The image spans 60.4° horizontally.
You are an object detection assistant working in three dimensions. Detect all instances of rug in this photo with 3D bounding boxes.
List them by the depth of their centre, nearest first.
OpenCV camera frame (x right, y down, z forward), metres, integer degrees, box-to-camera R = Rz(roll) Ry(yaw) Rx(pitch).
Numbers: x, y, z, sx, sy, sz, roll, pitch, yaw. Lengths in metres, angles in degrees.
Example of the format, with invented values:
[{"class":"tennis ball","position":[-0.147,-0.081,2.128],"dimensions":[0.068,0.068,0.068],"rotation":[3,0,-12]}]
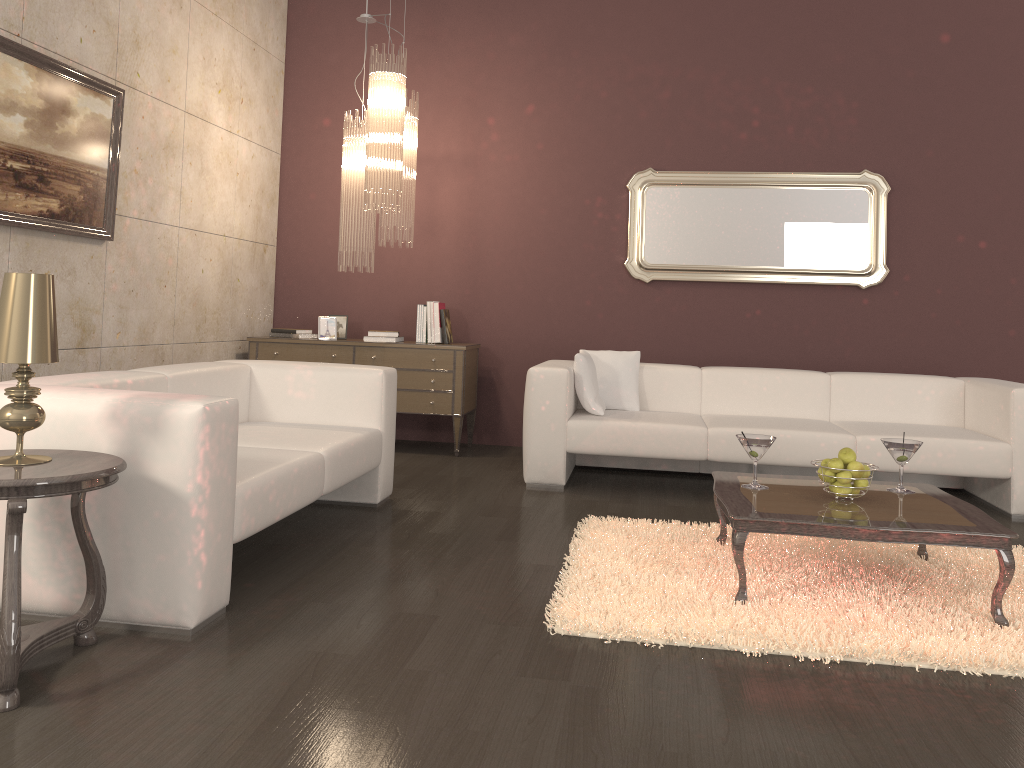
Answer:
[{"class":"rug","position":[1.170,0.713,3.164],"dimensions":[1.998,0.067,1.510],"rotation":[3,4,9]}]

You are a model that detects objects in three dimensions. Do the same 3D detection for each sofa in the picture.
[{"class":"sofa","position":[-1.186,0.278,3.539],"dimensions":[0.943,0.651,2.028],"rotation":[2,4,9]},{"class":"sofa","position":[1.491,0.251,5.095],"dimensions":[2.783,0.653,0.943],"rotation":[3,2,9]}]

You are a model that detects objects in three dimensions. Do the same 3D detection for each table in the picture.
[{"class":"table","position":[-1.262,0.462,2.245],"dimensions":[0.513,0.523,0.523],"rotation":[3,1,31]},{"class":"table","position":[1.193,0.566,3.183],"dimensions":[0.914,0.303,0.905],"rotation":[2,4,7]}]

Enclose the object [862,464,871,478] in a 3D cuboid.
[{"class":"object","position":[1.261,0.317,3.180],"dimensions":[0.062,0.055,0.061],"rotation":[2,1,2]}]

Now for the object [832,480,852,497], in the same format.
[{"class":"object","position":[1.179,0.371,3.146],"dimensions":[0.067,0.064,0.069],"rotation":[1,2,-36]}]

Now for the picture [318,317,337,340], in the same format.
[{"class":"picture","position":[-1.273,-0.385,6.076],"dimensions":[0.128,0.157,0.051],"rotation":[2,-2,-21]}]

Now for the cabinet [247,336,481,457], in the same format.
[{"class":"cabinet","position":[-1.030,0.063,6.122],"dimensions":[1.528,0.733,0.531],"rotation":[2,0,9]}]

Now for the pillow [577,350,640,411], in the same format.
[{"class":"pillow","position":[0.594,-0.026,5.386],"dimensions":[0.376,0.363,0.169],"rotation":[2,-1,7]}]

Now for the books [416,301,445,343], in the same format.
[{"class":"books","position":[-0.555,-0.430,6.127],"dimensions":[0.178,0.290,0.204],"rotation":[2,0,9]}]

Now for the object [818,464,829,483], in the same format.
[{"class":"object","position":[1.144,0.325,3.195],"dimensions":[0.066,0.066,0.066],"rotation":[2,1,-24]}]

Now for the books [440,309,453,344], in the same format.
[{"class":"books","position":[-0.455,-0.399,6.107],"dimensions":[0.068,0.238,0.172],"rotation":[2,0,9]}]

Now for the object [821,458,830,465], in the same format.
[{"class":"object","position":[1.165,0.302,3.241],"dimensions":[0.053,0.055,0.054],"rotation":[1,1,-29]}]

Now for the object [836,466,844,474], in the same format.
[{"class":"object","position":[1.171,0.301,3.168],"dimensions":[0.045,0.044,0.045],"rotation":[2,1,-20]}]

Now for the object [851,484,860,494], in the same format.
[{"class":"object","position":[1.230,0.383,3.172],"dimensions":[0.044,0.043,0.043],"rotation":[2,1,12]}]

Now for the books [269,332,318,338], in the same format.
[{"class":"books","position":[-1.546,-0.345,6.234],"dimensions":[0.275,0.032,0.201],"rotation":[4,5,29]}]

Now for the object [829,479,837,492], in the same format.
[{"class":"object","position":[1.183,0.372,3.209],"dimensions":[0.055,0.055,0.054],"rotation":[2,1,20]}]

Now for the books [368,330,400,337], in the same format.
[{"class":"books","position":[-0.891,-0.350,6.124],"dimensions":[0.210,0.034,0.289],"rotation":[2,4,-6]}]

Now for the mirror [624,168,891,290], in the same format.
[{"class":"mirror","position":[1.685,-1.088,6.115],"dimensions":[1.783,0.828,0.046],"rotation":[3,-2,9]}]

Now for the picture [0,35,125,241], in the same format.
[{"class":"picture","position":[-2.192,-1.079,3.744],"dimensions":[0.053,0.794,1.717],"rotation":[2,3,9]}]

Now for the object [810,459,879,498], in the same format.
[{"class":"object","position":[1.197,0.350,3.175],"dimensions":[0.233,0.119,0.234],"rotation":[0,4,-36]}]

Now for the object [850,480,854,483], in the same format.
[{"class":"object","position":[1.232,0.330,3.224],"dimensions":[0.060,0.062,0.061],"rotation":[2,1,-27]}]

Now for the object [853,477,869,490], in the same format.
[{"class":"object","position":[1.242,0.353,3.134],"dimensions":[0.051,0.048,0.051],"rotation":[2,1,3]}]

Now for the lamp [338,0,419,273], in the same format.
[{"class":"lamp","position":[-0.758,-2.122,5.621],"dimensions":[0.482,2.846,0.484],"rotation":[4,-3,-44]}]

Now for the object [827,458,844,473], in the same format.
[{"class":"object","position":[1.150,0.289,3.130],"dimensions":[0.053,0.051,0.053],"rotation":[2,1,9]}]

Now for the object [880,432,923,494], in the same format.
[{"class":"object","position":[1.491,0.301,3.372],"dimensions":[0.151,0.217,0.151],"rotation":[2,0,-16]}]

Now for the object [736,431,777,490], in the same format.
[{"class":"object","position":[0.927,0.283,3.352],"dimensions":[0.151,0.217,0.151],"rotation":[2,0,1]}]

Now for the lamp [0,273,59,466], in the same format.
[{"class":"lamp","position":[-1.264,-0.044,2.282],"dimensions":[0.160,0.486,0.159],"rotation":[0,-2,42]}]

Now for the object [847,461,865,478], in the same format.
[{"class":"object","position":[1.223,0.305,3.131],"dimensions":[0.062,0.061,0.057],"rotation":[2,1,-22]}]

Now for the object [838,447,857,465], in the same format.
[{"class":"object","position":[1.207,0.261,3.171],"dimensions":[0.062,0.064,0.062],"rotation":[2,1,9]}]

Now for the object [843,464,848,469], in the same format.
[{"class":"object","position":[1.206,0.291,3.216],"dimensions":[0.045,0.049,0.050],"rotation":[2,1,23]}]

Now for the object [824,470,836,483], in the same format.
[{"class":"object","position":[1.137,0.330,3.148],"dimensions":[0.045,0.046,0.044],"rotation":[2,1,0]}]

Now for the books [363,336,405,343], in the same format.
[{"class":"books","position":[-0.885,-0.314,6.106],"dimensions":[0.224,0.035,0.308],"rotation":[2,4,4]}]

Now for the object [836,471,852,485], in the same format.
[{"class":"object","position":[1.174,0.330,3.114],"dimensions":[0.053,0.051,0.053],"rotation":[2,1,13]}]

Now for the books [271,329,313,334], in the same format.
[{"class":"books","position":[-1.554,-0.373,6.216],"dimensions":[0.233,0.027,0.170],"rotation":[4,5,29]}]

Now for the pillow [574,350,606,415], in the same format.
[{"class":"pillow","position":[0.455,-0.011,5.137],"dimensions":[0.186,0.359,0.376],"rotation":[2,1,7]}]

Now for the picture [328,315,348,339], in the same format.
[{"class":"picture","position":[-1.238,-0.404,6.245],"dimensions":[0.140,0.172,0.077],"rotation":[2,-1,-6]}]
